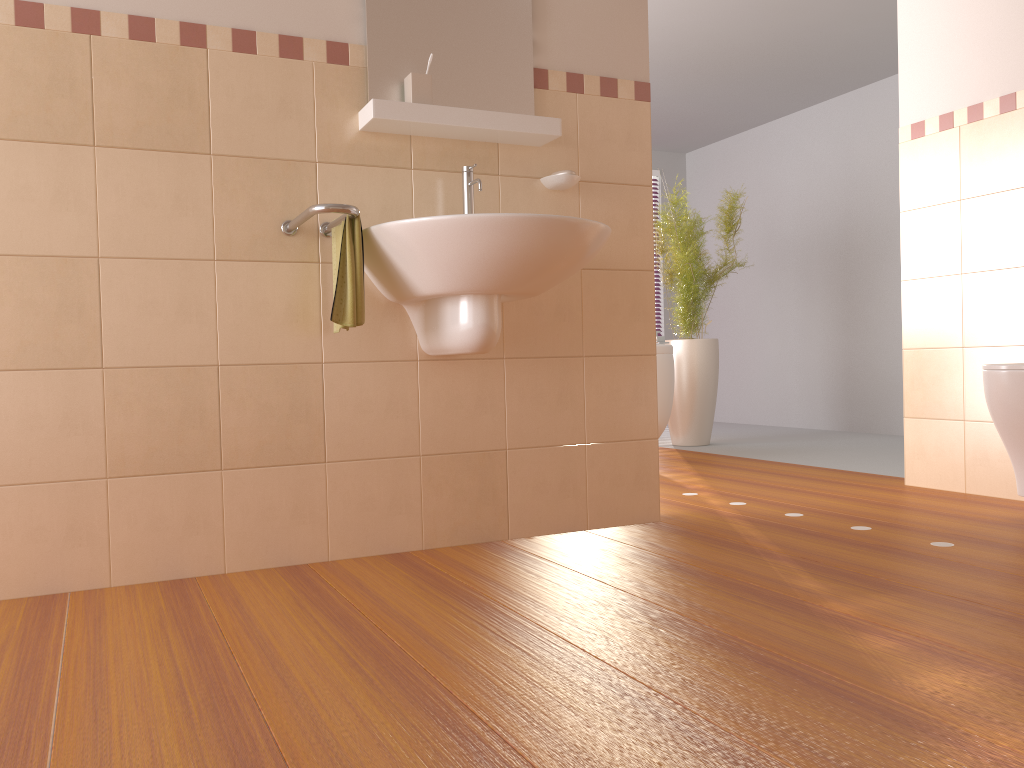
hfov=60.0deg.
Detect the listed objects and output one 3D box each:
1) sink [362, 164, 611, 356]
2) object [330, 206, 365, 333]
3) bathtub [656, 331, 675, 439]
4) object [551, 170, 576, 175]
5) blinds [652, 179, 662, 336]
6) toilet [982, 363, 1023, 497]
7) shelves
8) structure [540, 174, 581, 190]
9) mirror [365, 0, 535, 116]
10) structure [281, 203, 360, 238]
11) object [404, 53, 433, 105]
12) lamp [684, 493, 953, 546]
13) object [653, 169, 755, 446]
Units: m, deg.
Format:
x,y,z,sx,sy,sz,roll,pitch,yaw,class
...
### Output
x,y,z,sx,sy,sz,roll,pitch,yaw,class
-0.043,-0.338,2.294,0.683,0.516,0.539,-2,1,-25,sink
-0.413,-0.283,2.227,0.085,0.306,0.181,-2,1,-9,object
-0.021,-0.029,4.311,1.874,0.900,0.888,-2,1,-25,bathtub
0.153,-0.619,2.629,0.075,0.023,0.050,-1,1,30,object
-0.883,-0.635,6.473,4.712,2.022,0.032,-2,1,-25,blinds
1.650,0.136,2.608,0.534,0.400,0.375,-2,1,-25,toilet
-0.138,-0.721,2.466,0.554,0.050,0.138,-2,1,-25,shelves
0.152,-0.597,2.628,0.117,0.029,0.092,-2,1,-25,structure
-0.172,-1.154,2.504,0.502,0.799,0.008,-2,1,-25,mirror
-0.471,-0.410,2.204,0.142,0.042,0.333,-2,1,-25,structure
-0.251,-0.816,2.404,0.063,0.149,0.073,-2,1,-25,object
-0.384,0.481,1.996,3.173,0.001,2.893,-2,1,-25,lamp
1.167,-0.412,5.361,0.683,1.557,1.335,-1,1,7,object
